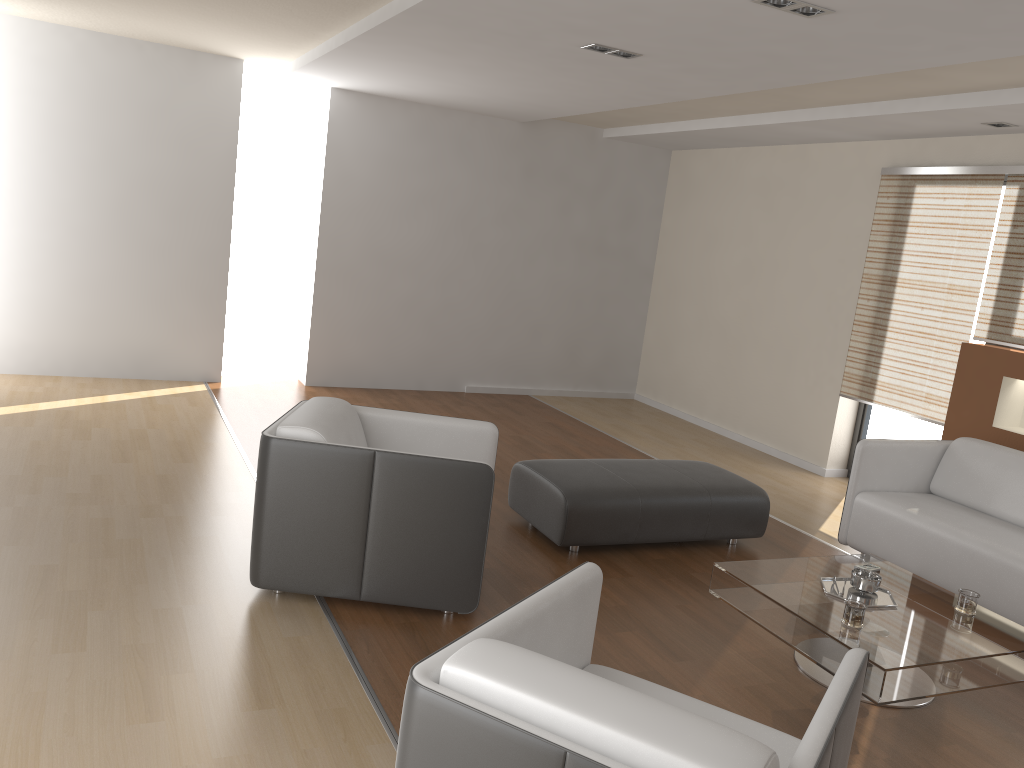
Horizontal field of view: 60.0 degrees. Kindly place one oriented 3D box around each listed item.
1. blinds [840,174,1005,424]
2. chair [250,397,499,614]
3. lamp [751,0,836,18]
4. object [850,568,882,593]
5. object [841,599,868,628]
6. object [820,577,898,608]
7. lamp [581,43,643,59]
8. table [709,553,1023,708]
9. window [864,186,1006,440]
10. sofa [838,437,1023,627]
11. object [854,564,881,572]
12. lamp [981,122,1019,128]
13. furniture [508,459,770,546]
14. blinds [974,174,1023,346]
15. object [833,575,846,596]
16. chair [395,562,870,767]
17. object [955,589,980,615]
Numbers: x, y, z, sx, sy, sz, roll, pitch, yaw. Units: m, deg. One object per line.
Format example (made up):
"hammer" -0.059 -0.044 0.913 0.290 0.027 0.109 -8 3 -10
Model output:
"blinds" 2.761 -0.619 6.076 0.001 1.635 0.980 3 11 -26
"chair" -0.545 0.465 3.774 0.919 0.661 0.767 7 10 -1
"lamp" 1.082 -1.485 3.386 0.291 0.087 0.146 3 11 -26
"object" 1.417 0.787 3.553 0.118 0.079 0.117 4 10 -19
"object" 1.233 0.828 3.196 0.079 0.077 0.079 0 12 -37
"object" 1.370 0.824 3.513 0.315 0.011 0.273 4 10 -19
"lamp" 0.522 -1.761 4.583 0.291 0.087 0.146 3 11 -26
"table" 1.406 0.993 3.481 0.900 0.300 0.900 3 11 -26
"window" 2.975 -0.358 6.237 0.010 2.093 0.889 3 11 -26
"sofa" 2.724 0.822 4.112 0.919 0.661 2.238 3 11 -26
"object" 1.522 0.787 3.789 0.158 0.029 0.064 -2 13 -44
"lamp" 2.891 -1.573 5.241 0.146 0.087 0.146 3 11 -26
"furniture" 0.695 0.616 4.852 1.291 0.301 0.685 3 11 -26
"blinds" 3.306 -0.656 4.939 0.001 1.044 1.432 3 11 -26
"object" 1.306 0.800 3.524 0.051 0.035 0.147 10 10 15
"chair" 0.285 0.899 1.989 0.767 0.706 0.919 13 11 29
"object" 1.778 0.851 3.464 0.079 0.077 0.079 0 12 -37
